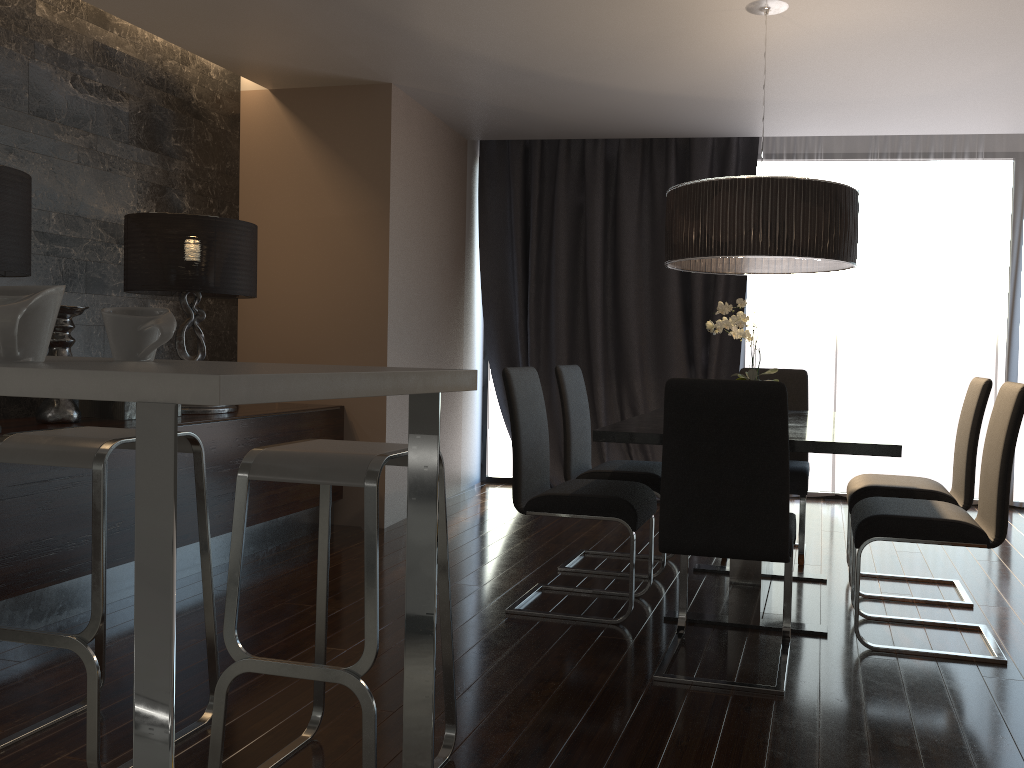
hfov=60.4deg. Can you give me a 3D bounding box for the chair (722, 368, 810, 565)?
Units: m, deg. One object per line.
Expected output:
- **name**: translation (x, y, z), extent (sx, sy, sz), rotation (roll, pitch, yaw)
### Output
- **chair**: translation (1.339, 0.405, 4.603), extent (0.416, 0.964, 0.588), rotation (2, 2, 18)

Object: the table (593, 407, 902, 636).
- **table**: translation (1.044, 0.535, 3.770), extent (1.011, 0.760, 1.649), rotation (2, 2, 18)

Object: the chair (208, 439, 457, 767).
- **chair**: translation (-0.403, 0.548, 2.105), extent (0.409, 0.800, 0.443), rotation (2, 2, 17)

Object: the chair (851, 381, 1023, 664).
- **chair**: translation (1.560, 0.467, 3.261), extent (0.556, 0.964, 0.440), rotation (2, 2, 16)

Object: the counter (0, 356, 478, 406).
- **counter**: translation (-2.032, 0.011, 0.107), extent (2.616, 0.041, 4.147), rotation (2, 3, 18)

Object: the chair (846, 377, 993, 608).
- **chair**: translation (1.802, 0.445, 3.941), extent (0.556, 0.964, 0.440), rotation (2, 2, 16)

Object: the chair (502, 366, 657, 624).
- **chair**: translation (0.275, 0.421, 3.582), extent (0.556, 0.964, 0.440), rotation (2, 2, 16)

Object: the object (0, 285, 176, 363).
- **object**: translation (-0.765, -0.104, 1.544), extent (0.182, 0.133, 0.451), rotation (2, 2, 19)

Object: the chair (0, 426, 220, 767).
- **chair**: translation (-1.069, 0.524, 2.272), extent (0.409, 0.800, 0.443), rotation (2, 2, 17)

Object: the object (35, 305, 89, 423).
- **object**: translation (-1.866, -0.082, 3.629), extent (0.218, 0.485, 0.198), rotation (0, 2, -26)

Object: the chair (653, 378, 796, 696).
- **chair**: translation (0.732, 0.459, 2.957), extent (0.416, 0.964, 0.588), rotation (2, 2, 18)

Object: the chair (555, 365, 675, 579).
- **chair**: translation (0.516, 0.398, 4.263), extent (0.556, 0.964, 0.440), rotation (2, 2, 16)

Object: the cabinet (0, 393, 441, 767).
- **cabinet**: translation (-0.700, -0.276, 1.294), extent (4.322, 2.499, 7.122), rotation (2, 2, 18)

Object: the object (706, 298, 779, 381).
- **object**: translation (0.961, -0.095, 3.675), extent (0.303, 0.501, 0.588), rotation (2, 2, 15)

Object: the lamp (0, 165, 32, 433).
- **lamp**: translation (-2.028, -0.289, 3.062), extent (0.586, 0.933, 0.599), rotation (2, 2, 7)

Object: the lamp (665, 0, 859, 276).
- **lamp**: translation (1.060, -1.045, 3.714), extent (0.762, 1.102, 0.846), rotation (3, 3, 41)

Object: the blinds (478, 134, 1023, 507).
- **blinds**: translation (3.379, -0.556, 5.964), extent (7.396, 2.893, 0.758), rotation (2, 2, 7)

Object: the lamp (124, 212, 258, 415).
- **lamp**: translation (-1.578, -0.331, 4.336), extent (0.560, 0.933, 0.625), rotation (3, 3, 43)
